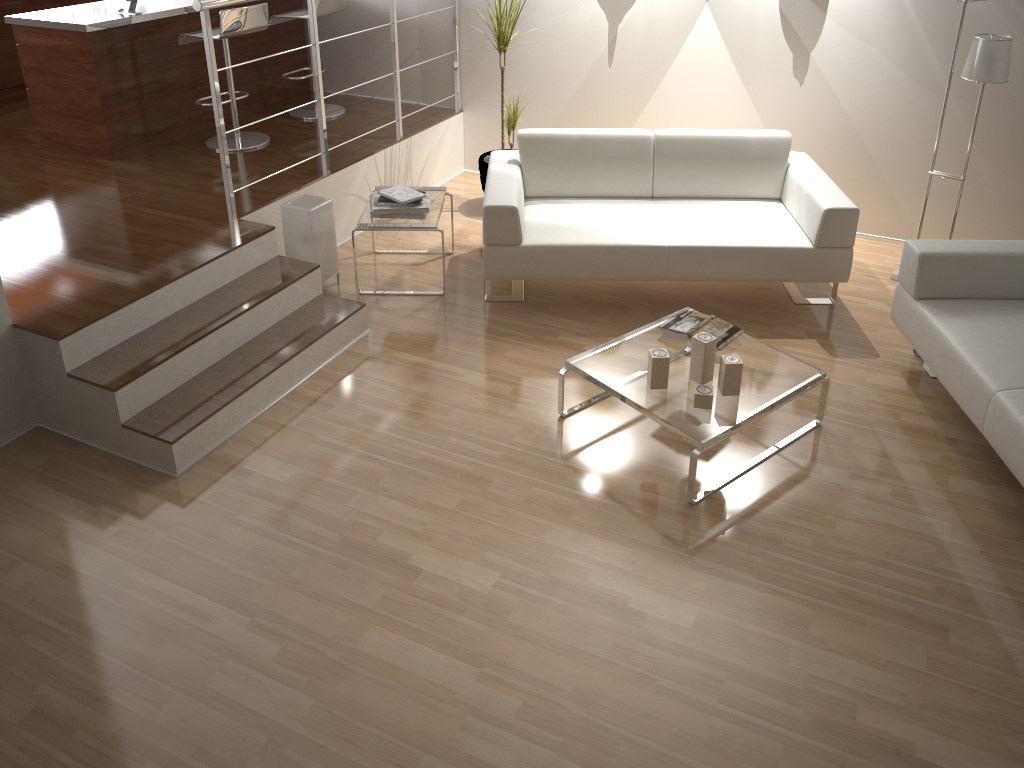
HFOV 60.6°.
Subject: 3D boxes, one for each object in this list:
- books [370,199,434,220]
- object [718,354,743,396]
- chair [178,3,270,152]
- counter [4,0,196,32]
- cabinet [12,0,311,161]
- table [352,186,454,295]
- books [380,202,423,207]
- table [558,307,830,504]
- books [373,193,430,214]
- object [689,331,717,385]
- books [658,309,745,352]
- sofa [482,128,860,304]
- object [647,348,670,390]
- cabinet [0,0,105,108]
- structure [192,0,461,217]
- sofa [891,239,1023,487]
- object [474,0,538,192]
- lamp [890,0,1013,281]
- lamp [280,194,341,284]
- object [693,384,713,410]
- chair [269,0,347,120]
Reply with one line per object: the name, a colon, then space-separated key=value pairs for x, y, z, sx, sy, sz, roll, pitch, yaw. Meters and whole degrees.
books: x=-0.567 y=-0.912 z=4.537 sx=0.287 sy=0.025 sz=0.242 roll=3 pitch=31 yaw=5
object: x=0.805 y=-0.038 z=3.227 sx=0.067 sy=0.142 sz=0.071 roll=-2 pitch=26 yaw=-3
chair: x=-1.703 y=-1.870 z=5.308 sx=0.433 sy=0.796 sz=0.407 roll=15 pitch=30 yaw=27
counter: x=-2.108 y=-2.648 z=5.725 sx=0.848 sy=0.299 sz=2.215 roll=13 pitch=33 yaw=22
cabinet: x=-2.222 y=-2.155 z=5.876 sx=0.641 sy=0.704 sz=1.947 roll=12 pitch=32 yaw=22
table: x=-0.569 y=-0.781 z=4.709 sx=0.464 sy=0.376 sz=0.587 roll=1 pitch=29 yaw=1
books: x=-0.567 y=-0.953 z=4.518 sx=0.216 sy=0.014 sz=0.161 roll=-2 pitch=31 yaw=-4
table: x=0.712 y=0.036 z=3.469 sx=0.815 sy=0.234 sz=0.728 roll=-22 pitch=37 yaw=-33
books: x=-0.567 y=-0.935 z=4.527 sx=0.287 sy=0.025 sz=0.242 roll=-2 pitch=31 yaw=-4
object: x=0.718 y=-0.102 z=3.293 sx=0.069 sy=0.184 sz=0.070 roll=-19 pitch=32 yaw=-34
books: x=0.783 y=-0.225 z=3.626 sx=0.300 sy=0.053 sz=0.211 roll=24 pitch=38 yaw=35
sofa: x=0.753 y=-0.895 z=4.585 sx=1.781 sy=0.695 sz=0.966 roll=1 pitch=29 yaw=1
object: x=0.546 y=-0.062 z=3.267 sx=0.067 sy=0.141 sz=0.071 roll=-2 pitch=26 yaw=-3
cabinet: x=-4.061 y=-2.214 z=5.933 sx=0.688 sy=0.750 sz=3.690 roll=12 pitch=33 yaw=22
structure: x=-0.890 y=-1.828 z=5.049 sx=0.058 sy=0.986 sz=2.448 roll=11 pitch=32 yaw=22
sofa: x=2.109 y=0.035 z=3.017 sx=0.906 sy=0.694 sz=1.900 roll=1 pitch=30 yaw=1
object: x=-0.060 y=-1.776 z=5.404 sx=0.451 sy=1.383 sz=0.521 roll=19 pitch=32 yaw=34
lamp: x=2.199 y=-1.251 z=4.335 sx=0.215 sy=1.568 sz=0.377 roll=-22 pitch=33 yaw=-38
lamp: x=-1.038 y=-0.719 z=4.533 sx=0.201 sy=0.451 sz=0.202 roll=12 pitch=29 yaw=23
object: x=0.692 y=0.041 z=3.164 sx=0.067 sy=0.070 sz=0.071 roll=5 pitch=28 yaw=10
chair: x=-1.351 y=-2.259 z=5.962 sx=0.429 sy=0.796 sz=0.408 roll=10 pitch=28 yaw=20
